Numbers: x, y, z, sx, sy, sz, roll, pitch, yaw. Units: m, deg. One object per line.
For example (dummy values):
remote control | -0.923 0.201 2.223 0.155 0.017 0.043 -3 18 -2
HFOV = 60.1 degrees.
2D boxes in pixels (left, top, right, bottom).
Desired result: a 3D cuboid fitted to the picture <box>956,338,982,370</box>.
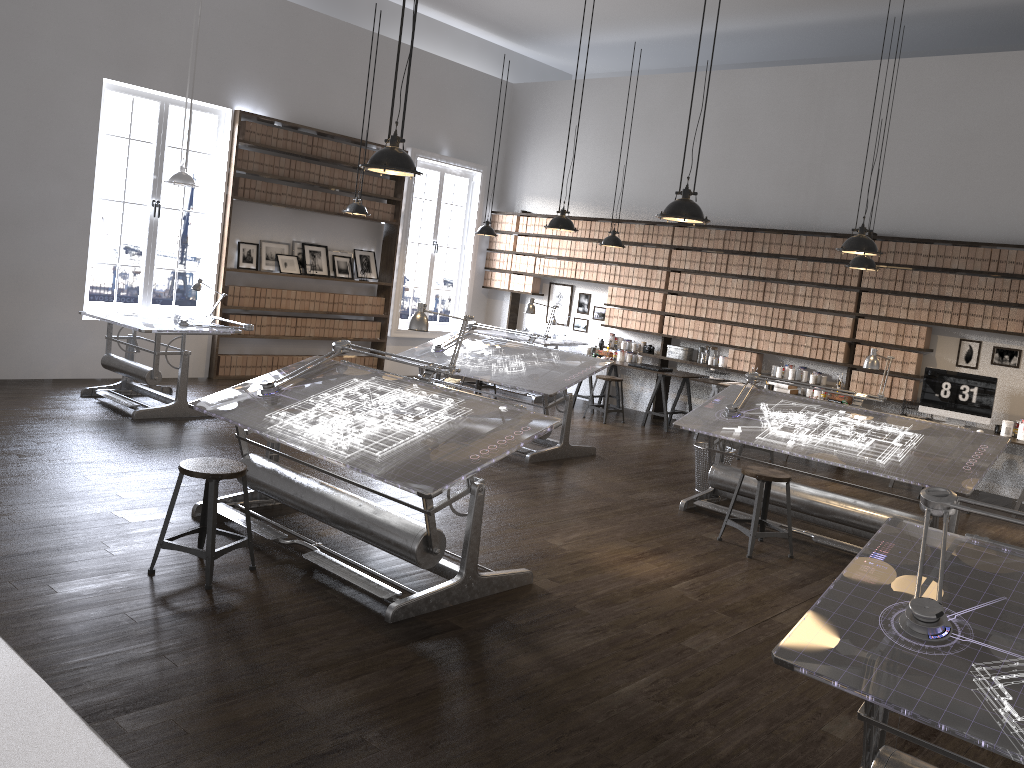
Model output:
picture | 4.562 -0.300 8.843 0.202 0.283 0.022 12 6 40

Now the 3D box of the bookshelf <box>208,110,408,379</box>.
bookshelf | -2.553 -1.231 10.929 0.414 3.708 2.472 11 6 41

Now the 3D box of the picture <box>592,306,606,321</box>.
picture | 1.187 -0.939 11.840 0.252 0.183 0.023 12 7 41

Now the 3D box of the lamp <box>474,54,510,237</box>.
lamp | -0.191 -2.982 11.059 0.311 2.244 0.313 9 5 21

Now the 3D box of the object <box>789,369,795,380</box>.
object | 3.103 -0.104 9.819 0.062 0.119 0.062 8 5 9

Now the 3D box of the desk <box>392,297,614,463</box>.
desk | -0.153 -0.183 8.570 2.292 1.381 1.076 13 8 41

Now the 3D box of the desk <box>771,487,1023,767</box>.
desk | 1.858 0.874 2.231 2.079 1.381 1.076 13 8 41

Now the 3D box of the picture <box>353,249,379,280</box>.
picture | -1.910 -1.564 11.590 0.161 0.363 0.343 11 7 41

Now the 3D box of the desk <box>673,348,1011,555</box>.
desk | 2.326 0.405 6.363 2.079 1.381 1.076 13 8 41

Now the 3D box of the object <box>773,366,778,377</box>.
object | 2.982 -0.139 9.981 0.063 0.117 0.063 6 5 -8

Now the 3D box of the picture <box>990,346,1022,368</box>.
picture | 4.811 -0.261 8.620 0.252 0.183 0.023 12 7 41

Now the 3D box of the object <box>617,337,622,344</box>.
object | 1.402 -0.545 11.539 0.072 0.128 0.071 7 5 -2

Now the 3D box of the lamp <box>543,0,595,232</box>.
lamp | 0.564 -2.453 7.637 0.312 2.244 0.312 5 5 -28

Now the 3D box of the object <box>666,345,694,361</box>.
object | 2.059 -0.384 10.860 0.318 0.152 0.193 13 8 40

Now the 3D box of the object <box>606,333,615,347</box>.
object | 1.277 -0.570 11.471 0.107 0.176 0.107 12 7 43

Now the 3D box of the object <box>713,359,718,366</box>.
object | 2.459 -0.257 10.515 0.181 0.093 0.062 2 7 -35

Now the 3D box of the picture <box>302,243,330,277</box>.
picture | -2.426 -1.531 10.979 0.149 0.390 0.373 11 7 41

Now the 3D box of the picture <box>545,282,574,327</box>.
picture | 0.657 -1.108 12.301 0.417 0.572 0.040 12 6 41

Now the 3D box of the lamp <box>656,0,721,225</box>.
lamp | 1.114 -2.041 4.987 0.312 2.257 0.312 5 5 -24

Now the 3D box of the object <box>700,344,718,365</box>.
object | 2.351 -0.377 10.615 0.182 0.271 0.156 10 6 25

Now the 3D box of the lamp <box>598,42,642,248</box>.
lamp | 1.252 -2.641 9.780 0.311 2.244 0.313 9 5 21

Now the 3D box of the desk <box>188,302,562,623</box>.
desk | -0.754 0.219 4.840 2.079 1.381 1.076 13 8 41

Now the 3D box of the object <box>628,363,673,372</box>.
object | 1.646 -0.197 10.528 0.448 0.033 0.312 13 10 41

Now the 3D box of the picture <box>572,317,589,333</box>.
picture | 0.936 -0.804 12.057 0.252 0.183 0.023 12 7 41

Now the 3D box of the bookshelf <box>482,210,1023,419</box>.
bookshelf | 3.023 -0.175 10.086 9.225 3.194 0.373 13 7 41

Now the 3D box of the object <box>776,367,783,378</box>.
object | 2.994 -0.129 9.912 0.062 0.119 0.062 7 5 1

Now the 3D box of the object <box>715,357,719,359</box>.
object | 2.439 -0.268 10.556 0.062 0.093 0.063 7 5 3

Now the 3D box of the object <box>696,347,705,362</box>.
object | 2.291 -0.355 10.771 0.079 0.187 0.079 9 5 20

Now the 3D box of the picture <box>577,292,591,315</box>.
picture | 0.980 -1.091 12.030 0.202 0.283 0.022 12 6 40

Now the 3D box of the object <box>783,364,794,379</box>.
object | 3.104 -0.136 9.940 0.095 0.161 0.094 11 6 37

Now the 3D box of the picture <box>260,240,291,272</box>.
picture | -2.831 -1.519 10.596 0.083 0.364 0.415 11 7 41

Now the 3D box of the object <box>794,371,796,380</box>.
object | 3.157 -0.093 9.888 0.054 0.101 0.054 4 6 -32

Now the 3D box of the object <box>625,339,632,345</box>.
object | 1.496 -0.509 11.426 0.094 0.127 0.095 5 6 -18

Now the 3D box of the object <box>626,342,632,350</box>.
object | 1.492 -0.480 11.300 0.063 0.093 0.063 10 6 27

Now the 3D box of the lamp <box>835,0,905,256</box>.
lamp | 2.490 -1.997 5.923 0.312 2.244 0.312 5 5 -24

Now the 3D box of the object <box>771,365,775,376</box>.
object | 2.980 -0.148 10.048 0.062 0.119 0.062 6 5 -8

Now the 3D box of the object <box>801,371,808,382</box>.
object | 3.236 -0.084 9.793 0.062 0.119 0.062 8 5 9

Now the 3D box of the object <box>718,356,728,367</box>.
object | 2.488 -0.260 10.438 0.094 0.127 0.095 2 7 -42

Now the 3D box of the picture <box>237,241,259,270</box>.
picture | -3.083 -1.494 10.344 0.058 0.314 0.266 11 7 41

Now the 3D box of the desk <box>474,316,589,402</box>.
desk | 0.275 -0.403 11.857 1.275 1.093 1.070 12 8 41

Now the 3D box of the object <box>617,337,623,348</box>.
object | 1.400 -0.535 11.459 0.070 0.130 0.070 6 5 -11

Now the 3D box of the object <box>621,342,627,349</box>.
object | 1.431 -0.492 11.335 0.062 0.094 0.062 10 6 27

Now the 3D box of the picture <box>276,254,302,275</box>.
picture | -2.686 -1.439 10.662 0.145 0.228 0.299 12 8 41

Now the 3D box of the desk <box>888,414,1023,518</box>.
desk | 4.365 0.783 8.249 1.677 0.667 0.655 13 8 41

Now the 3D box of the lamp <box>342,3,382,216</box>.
lamp | -1.554 -2.955 9.523 0.311 2.244 0.313 9 5 21

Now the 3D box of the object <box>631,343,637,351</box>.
object | 1.553 -0.470 11.275 0.062 0.094 0.062 10 6 27

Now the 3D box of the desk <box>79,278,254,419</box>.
desk | -3.117 -0.388 8.098 1.275 1.184 1.171 12 8 41

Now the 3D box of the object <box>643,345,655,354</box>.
object | 1.707 -0.440 11.122 0.171 0.108 0.091 13 8 41

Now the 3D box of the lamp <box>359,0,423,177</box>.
lamp | -0.455 -2.149 4.266 0.311 2.244 0.313 9 5 21

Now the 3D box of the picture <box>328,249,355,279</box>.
picture | -2.191 -1.529 11.323 0.096 0.359 0.433 11 7 41

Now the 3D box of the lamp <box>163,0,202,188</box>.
lamp | -2.886 -2.926 8.010 0.311 2.244 0.313 9 5 21

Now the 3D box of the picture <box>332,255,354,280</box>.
picture | -2.156 -1.488 11.307 0.127 0.289 0.289 11 7 41

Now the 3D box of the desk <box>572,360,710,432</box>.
desk | 1.477 0.098 10.820 1.677 0.667 0.655 13 8 41

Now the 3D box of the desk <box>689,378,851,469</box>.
desk | 2.782 0.408 9.658 1.677 0.667 0.655 13 8 41

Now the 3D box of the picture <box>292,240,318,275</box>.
picture | -2.547 -1.546 10.919 0.091 0.404 0.369 11 7 41

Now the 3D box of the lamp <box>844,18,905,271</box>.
lamp | 3.311 -2.153 7.946 0.312 2.244 0.312 5 5 -24

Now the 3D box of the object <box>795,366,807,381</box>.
object | 3.206 -0.113 9.864 0.095 0.161 0.205 12 8 42
